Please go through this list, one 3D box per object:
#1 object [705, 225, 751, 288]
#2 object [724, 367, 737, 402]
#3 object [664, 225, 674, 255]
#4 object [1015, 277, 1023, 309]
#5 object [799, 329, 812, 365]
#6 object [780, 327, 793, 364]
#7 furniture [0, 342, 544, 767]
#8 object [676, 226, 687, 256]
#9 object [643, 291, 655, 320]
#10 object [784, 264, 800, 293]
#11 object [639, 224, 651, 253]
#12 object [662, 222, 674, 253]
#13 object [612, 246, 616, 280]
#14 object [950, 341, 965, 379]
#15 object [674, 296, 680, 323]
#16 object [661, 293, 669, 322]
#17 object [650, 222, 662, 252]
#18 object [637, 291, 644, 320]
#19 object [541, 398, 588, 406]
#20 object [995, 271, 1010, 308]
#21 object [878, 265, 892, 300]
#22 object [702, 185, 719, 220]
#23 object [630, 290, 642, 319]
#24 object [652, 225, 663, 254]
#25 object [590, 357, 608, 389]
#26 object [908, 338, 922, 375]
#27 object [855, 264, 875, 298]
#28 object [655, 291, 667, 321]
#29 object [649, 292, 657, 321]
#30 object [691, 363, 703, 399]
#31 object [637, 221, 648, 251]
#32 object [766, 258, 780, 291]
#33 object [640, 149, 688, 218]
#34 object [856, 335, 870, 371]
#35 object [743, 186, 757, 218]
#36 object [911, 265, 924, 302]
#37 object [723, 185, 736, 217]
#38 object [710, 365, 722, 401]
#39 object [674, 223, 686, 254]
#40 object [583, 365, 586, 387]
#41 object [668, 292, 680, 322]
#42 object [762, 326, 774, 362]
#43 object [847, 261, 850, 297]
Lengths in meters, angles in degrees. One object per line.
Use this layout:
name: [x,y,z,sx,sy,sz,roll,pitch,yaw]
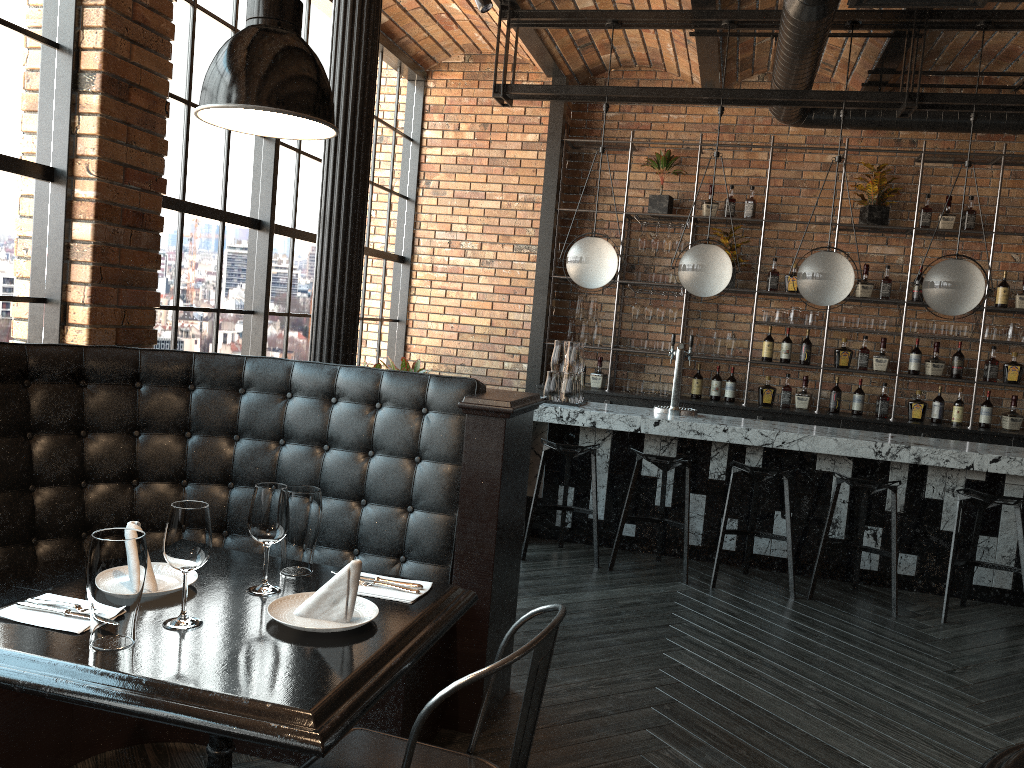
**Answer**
object: [1.783,-1.050,7.346,0.430,0.526,0.425,7,4,26]
object: [1.835,0.002,7.421,0.086,0.298,0.086,3,5,-27]
object: [1.339,-1.227,7.552,0.092,0.244,0.092,6,4,19]
object: [3.954,-0.704,6.838,0.123,0.279,0.123,7,4,22]
object: [2.409,-0.302,7.259,0.086,0.297,0.086,3,5,-27]
object: [2.270,-0.319,7.322,0.086,0.298,0.086,3,5,-27]
furniture: [-1.537,0.615,1.011,1.979,1.212,5.451,6,4,14]
object: [1.440,-1.217,7.527,0.092,0.244,0.092,6,4,19]
object: [1.155,-0.660,7.456,0.092,0.244,0.092,6,4,19]
object: [2.303,-0.859,7.254,0.151,0.248,0.094,6,4,17]
object: [1.137,-1.248,7.601,0.092,0.244,0.092,6,4,19]
object: [1.300,-1.219,7.392,0.092,0.244,0.092,6,4,19]
object: [0.857,-1.035,7.609,0.086,0.299,0.086,3,5,-27]
object: [3.517,-0.189,6.989,0.086,0.299,0.086,3,5,-27]
object: [1.391,-0.647,7.568,0.092,0.244,0.092,6,4,19]
object: [1.291,-0.658,7.592,0.092,0.244,0.092,6,4,19]
object: [1.204,-1.229,7.415,0.092,0.244,0.092,6,4,19]
object: [1.089,-0.678,7.641,0.092,0.244,0.092,6,4,19]
object: [0.349,0.115,6.029,0.273,0.019,0.437,6,4,14]
object: [3.817,-0.729,6.891,0.086,0.299,0.086,3,5,-27]
object: [2.989,-0.807,7.087,0.083,0.282,0.083,6,4,14]
object: [1.654,-1.516,7.384,0.123,0.279,0.123,5,4,2]
object: [1.049,-0.670,7.481,0.092,0.244,0.092,6,4,19]
object: [1.244,-1.237,7.575,0.092,0.244,0.092,6,4,19]
object: [0.753,-0.097,7.664,0.123,0.279,0.123,7,5,27]
object: [3.218,-0.220,7.067,0.086,0.298,0.086,3,5,-27]
object: [2.830,-0.820,7.111,0.123,0.279,0.123,5,4,2]
object: [1.251,-0.650,7.432,0.092,0.244,0.092,6,4,19]
object: [1.195,-0.668,7.615,0.092,0.244,0.092,6,4,19]
object: [1.568,-0.024,7.485,0.086,0.299,0.086,3,5,-27]
object: [1.098,-1.240,7.441,0.092,0.244,0.092,6,4,19]
object: [2.149,-0.893,7.291,0.083,0.282,0.083,5,4,-1]
object: [1.275,-1.695,7.495,0.377,0.554,0.422,5,4,1]
object: [2.836,-0.250,7.152,0.083,0.282,0.083,6,4,14]
object: [1.967,-1.487,7.307,0.083,0.282,0.083,7,5,29]
object: [3.229,-0.791,7.031,0.086,0.299,0.086,3,5,-27]
object: [1.807,-1.503,7.346,0.083,0.282,0.083,5,4,-1]
object: [1.726,-0.011,7.472,0.086,0.298,0.086,3,5,-27]
object: [1.400,-1.209,7.367,0.092,0.244,0.092,6,4,19]
object: [0.600,-0.122,7.689,0.086,0.297,0.086,1,5,-42]
object: [1.351,-0.639,7.408,0.092,0.244,0.092,6,4,19]
object: [2.123,-0.331,7.332,0.086,0.299,0.086,3,5,-27]
object: [2.699,-0.845,7.164,0.086,0.298,0.086,3,5,-27]
